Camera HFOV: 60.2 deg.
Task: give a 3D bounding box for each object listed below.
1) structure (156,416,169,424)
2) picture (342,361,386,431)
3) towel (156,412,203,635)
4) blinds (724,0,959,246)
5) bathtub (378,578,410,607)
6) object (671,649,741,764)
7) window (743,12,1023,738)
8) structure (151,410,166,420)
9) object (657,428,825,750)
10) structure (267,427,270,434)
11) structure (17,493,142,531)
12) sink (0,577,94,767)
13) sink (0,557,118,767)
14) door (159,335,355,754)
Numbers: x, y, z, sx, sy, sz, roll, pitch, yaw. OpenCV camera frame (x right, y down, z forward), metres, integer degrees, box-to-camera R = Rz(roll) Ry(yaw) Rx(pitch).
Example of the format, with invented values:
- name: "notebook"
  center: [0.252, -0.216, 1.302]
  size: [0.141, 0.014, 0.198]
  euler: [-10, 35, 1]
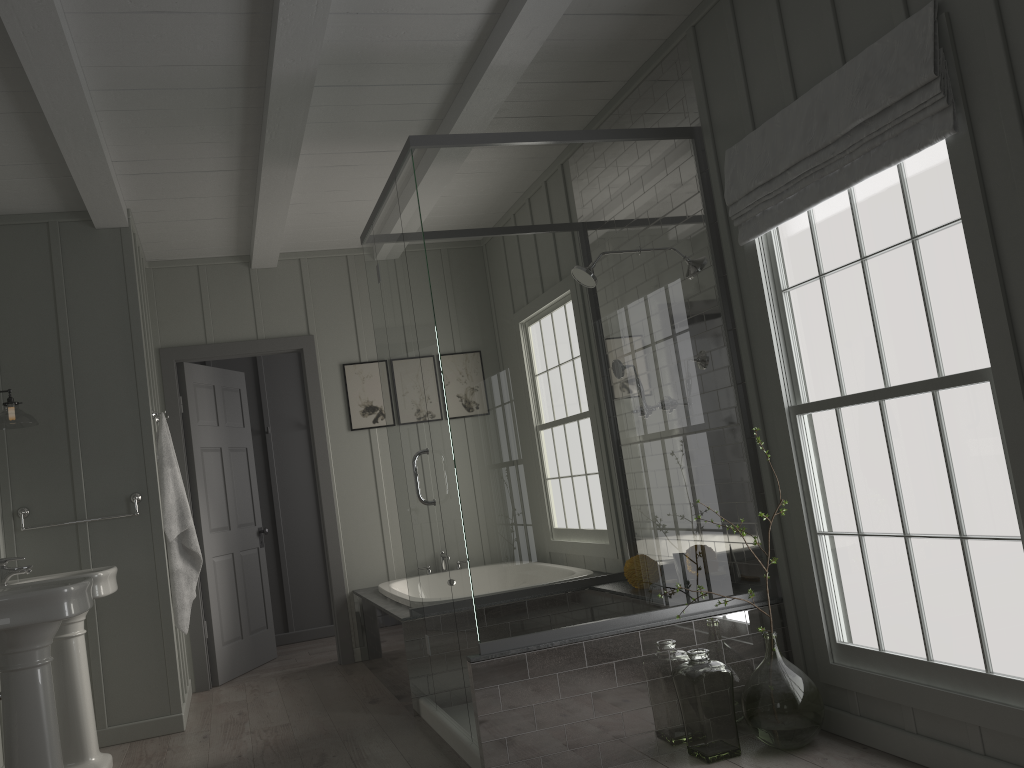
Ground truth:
- name: "structure"
  center: [-2.033, 0.202, 5.130]
  size: [0.078, 0.056, 0.057]
  euler: [-6, -6, -16]
- name: "picture"
  center: [-0.975, 0.076, 6.046]
  size: [0.307, 0.461, 0.012]
  euler: [-7, -6, -15]
- name: "towel"
  center: [-1.816, 0.749, 4.851]
  size: [0.159, 1.203, 0.323]
  euler: [-7, -6, -13]
- name: "blinds"
  center: [0.985, -0.779, 2.859]
  size: [0.071, 0.380, 1.050]
  euler: [-6, -6, -19]
- name: "bathtub"
  center: [-0.204, 1.258, 5.242]
  size: [1.029, 0.490, 1.590]
  euler: [-6, -6, -18]
- name: "object"
  center: [0.684, 1.124, 3.114]
  size: [0.160, 0.361, 0.166]
  euler: [-6, -6, -19]
- name: "window"
  center: [1.177, 0.034, 2.791]
  size: [0.088, 1.949, 1.075]
  euler: [-6, -6, -19]
- name: "structure"
  center: [-1.954, 0.166, 4.887]
  size: [0.078, 0.056, 0.057]
  euler: [-6, -6, -16]
- name: "object"
  center: [0.776, 0.726, 3.114]
  size: [0.505, 1.116, 0.281]
  euler: [-6, -6, -17]
- name: "structure"
  center: [-1.971, 0.378, 7.139]
  size: [0.019, 0.051, 0.138]
  euler: [-6, -6, -19]
- name: "structure"
  center: [-2.218, 0.656, 4.543]
  size: [0.591, 0.123, 0.055]
  euler: [-6, -6, -15]
- name: "sink"
  center: [-1.791, 1.145, 3.196]
  size: [0.557, 1.013, 0.580]
  euler: [-6, -6, -17]
- name: "sink"
  center: [-2.044, 1.262, 3.975]
  size: [0.557, 1.013, 0.580]
  euler: [-6, -6, -17]
- name: "door"
  center: [-1.003, 0.386, 2.698]
  size: [4.181, 2.195, 7.928]
  euler: [-6, -6, -18]
